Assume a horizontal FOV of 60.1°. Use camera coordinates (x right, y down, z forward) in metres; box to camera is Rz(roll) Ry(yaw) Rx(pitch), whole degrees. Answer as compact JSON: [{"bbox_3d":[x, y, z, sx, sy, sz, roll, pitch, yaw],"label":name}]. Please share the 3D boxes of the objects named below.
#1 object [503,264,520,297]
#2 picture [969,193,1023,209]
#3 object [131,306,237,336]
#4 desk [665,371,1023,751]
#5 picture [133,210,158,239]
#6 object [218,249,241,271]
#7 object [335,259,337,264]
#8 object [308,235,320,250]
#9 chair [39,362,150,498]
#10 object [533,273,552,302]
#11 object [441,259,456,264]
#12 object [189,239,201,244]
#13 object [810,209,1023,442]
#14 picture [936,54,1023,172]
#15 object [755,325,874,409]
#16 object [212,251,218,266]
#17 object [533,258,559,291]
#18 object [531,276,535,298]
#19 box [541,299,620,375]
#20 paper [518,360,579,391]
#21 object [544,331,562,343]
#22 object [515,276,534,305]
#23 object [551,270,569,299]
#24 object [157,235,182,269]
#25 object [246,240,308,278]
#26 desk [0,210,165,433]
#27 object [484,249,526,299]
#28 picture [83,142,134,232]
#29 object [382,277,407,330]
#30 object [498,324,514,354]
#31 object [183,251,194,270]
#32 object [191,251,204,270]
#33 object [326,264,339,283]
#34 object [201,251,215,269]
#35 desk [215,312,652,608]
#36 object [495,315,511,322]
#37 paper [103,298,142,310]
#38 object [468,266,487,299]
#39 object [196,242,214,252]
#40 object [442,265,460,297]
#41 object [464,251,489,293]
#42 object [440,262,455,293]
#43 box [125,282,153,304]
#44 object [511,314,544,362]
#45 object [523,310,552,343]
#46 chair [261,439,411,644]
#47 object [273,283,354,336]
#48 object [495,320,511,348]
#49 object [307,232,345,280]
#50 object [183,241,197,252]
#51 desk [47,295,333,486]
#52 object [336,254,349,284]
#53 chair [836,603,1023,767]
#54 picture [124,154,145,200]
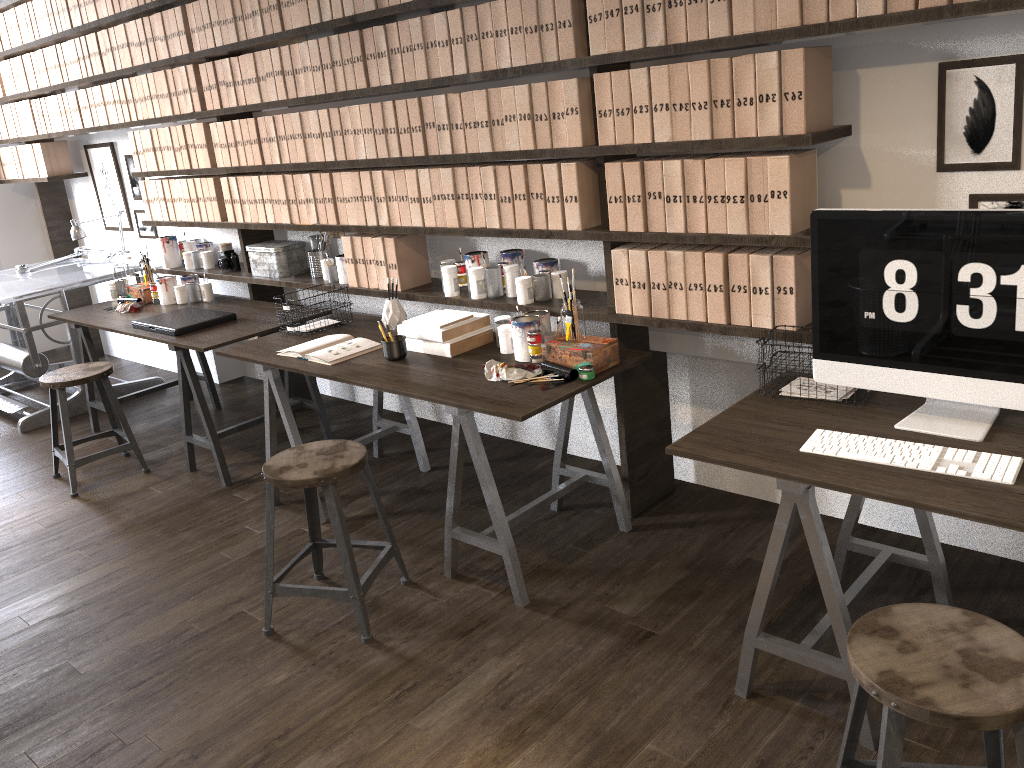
[{"bbox_3d":[0.002,-0.391,3.360,0.062,0.118,0.062,-3,16,12],"label":"object"},{"bbox_3d":[1.320,-0.403,2.295,0.252,0.181,0.023,10,22,42],"label":"picture"},{"bbox_3d":[-1.546,-0.299,4.171,0.447,0.033,0.315,10,24,42],"label":"object"},{"bbox_3d":[1.242,0.487,1.912,1.675,0.661,0.662,10,23,42],"label":"desk"},{"bbox_3d":[-2.321,-1.016,5.624,0.252,0.181,0.023,10,22,42],"label":"picture"},{"bbox_3d":[-1.521,-0.656,4.712,0.171,0.107,0.092,10,23,42],"label":"object"},{"bbox_3d":[-0.789,-0.541,4.135,0.062,0.092,0.064,-5,16,6],"label":"object"},{"bbox_3d":[-0.945,-0.634,4.341,0.079,0.186,0.080,0,17,22],"label":"object"},{"bbox_3d":[-1.986,0.193,4.163,0.361,0.521,0.374,-18,20,-36],"label":"chair"},{"bbox_3d":[0.111,-0.351,3.232,0.063,0.093,0.064,-10,16,-14],"label":"object"},{"bbox_3d":[-0.253,-0.446,3.617,0.062,0.118,0.062,-8,16,-5],"label":"object"},{"bbox_3d":[-1.827,-0.771,5.127,0.072,0.127,0.072,-6,16,1],"label":"object"},{"bbox_3d":[1.028,-0.153,2.063,0.645,0.511,0.206,9,22,42],"label":"object"},{"bbox_3d":[1.211,-0.695,2.292,0.202,0.281,0.022,9,21,42],"label":"picture"},{"bbox_3d":[0.823,-0.052,2.390,0.284,0.159,0.206,6,21,34],"label":"object"},{"bbox_3d":[-1.673,-0.698,4.956,0.054,0.079,0.055,-12,17,-18],"label":"object"},{"bbox_3d":[0.132,-0.405,3.349,0.094,0.128,0.096,3,19,30],"label":"object"},{"bbox_3d":[0.067,-0.359,3.306,0.054,0.080,0.055,4,19,33],"label":"object"},{"bbox_3d":[0.212,-0.157,2.832,0.212,0.204,0.139,9,22,42],"label":"box"},{"bbox_3d":[0.107,-0.030,2.759,0.138,0.038,0.156,-17,20,-30],"label":"paper"},{"bbox_3d":[0.142,-0.126,2.970,0.060,0.087,0.060,-20,21,-40],"label":"object"},{"bbox_3d":[0.046,-0.341,3.222,0.062,0.094,0.062,-10,16,-14],"label":"object"},{"bbox_3d":[0.178,-0.365,3.252,0.062,0.094,0.062,-10,16,-14],"label":"object"},{"bbox_3d":[-1.957,-0.755,5.063,0.107,0.174,0.108,9,22,44],"label":"object"},{"bbox_3d":[-1.174,-0.628,4.440,0.318,0.150,0.195,10,23,41],"label":"object"},{"bbox_3d":[-2.881,-0.457,5.541,1.274,1.083,1.081,9,23,42],"label":"desk"},{"bbox_3d":[-0.031,-0.425,3.426,0.094,0.160,0.207,9,23,43],"label":"object"},{"bbox_3d":[-2.652,-1.292,5.829,0.416,0.567,0.040,9,21,42],"label":"picture"},{"bbox_3d":[-0.488,-0.327,3.616,0.101,0.206,0.103,-7,16,-1],"label":"object"},{"bbox_3d":[-0.015,-0.157,3.095,0.062,0.093,0.062,-5,16,4],"label":"object"},{"bbox_3d":[-1.794,-0.688,4.932,0.062,0.093,0.062,3,18,28],"label":"object"},{"bbox_3d":[-1.733,-0.683,4.896,0.062,0.092,0.064,3,18,28],"label":"object"},{"bbox_3d":[-0.768,-0.527,4.095,0.182,0.092,0.062,-17,19,-31],"label":"object"},{"bbox_3d":[-1.672,-0.681,4.869,0.062,0.093,0.062,3,18,28],"label":"object"},{"bbox_3d":[-0.335,0.198,3.344,1.675,0.661,0.662,10,23,42],"label":"desk"},{"bbox_3d":[-0.029,-0.198,3.227,0.062,0.093,0.062,-8,16,-5],"label":"object"},{"bbox_3d":[-2.098,-0.433,4.763,0.155,0.038,0.139,3,20,28],"label":"paper"},{"bbox_3d":[-0.131,-0.386,3.391,0.062,0.118,0.062,-3,16,12],"label":"object"},{"bbox_3d":[-1.731,-0.735,5.015,0.094,0.126,0.096,-11,17,-15],"label":"object"},{"bbox_3d":[-0.240,-0.404,3.485,0.062,0.118,0.062,-5,16,4],"label":"object"},{"bbox_3d":[-0.134,-0.439,3.505,0.095,0.160,0.095,7,20,38],"label":"object"},{"bbox_3d":[-0.251,-0.425,3.553,0.063,0.116,0.063,-8,16,-5],"label":"object"},{"bbox_3d":[-2.010,-0.506,4.874,0.212,0.082,0.139,10,23,41],"label":"box"},{"bbox_3d":[0.055,-0.156,3.007,0.105,0.140,0.105,-19,20,-37],"label":"object"},{"bbox_3d":[0.092,-0.188,3.115,0.095,0.126,0.095,7,21,38],"label":"object"},{"bbox_3d":[-0.579,0.479,2.793,0.371,0.521,0.363,-1,17,17],"label":"chair"},{"bbox_3d":[-0.842,-0.318,3.784,0.204,0.159,0.287,9,23,42],"label":"object"},{"bbox_3d":[-0.027,-0.177,3.162,0.063,0.092,0.063,-8,16,-5],"label":"object"},{"bbox_3d":[-0.897,-0.637,4.180,0.181,0.268,0.158,2,18,27],"label":"object"},{"bbox_3d":[-1.829,-0.746,5.050,0.070,0.129,0.071,-9,16,-8],"label":"object"},{"bbox_3d":[-1.634,-0.039,4.525,1.675,0.661,0.662,10,23,42],"label":"desk"},{"bbox_3d":[-0.743,-0.522,4.016,0.095,0.126,0.095,-19,20,-37],"label":"object"},{"bbox_3d":[0.773,0.715,1.599,0.358,0.521,0.377,-3,16,12],"label":"chair"},{"bbox_3d":[-2.343,-1.293,5.542,0.202,0.281,0.022,9,21,42],"label":"picture"}]
